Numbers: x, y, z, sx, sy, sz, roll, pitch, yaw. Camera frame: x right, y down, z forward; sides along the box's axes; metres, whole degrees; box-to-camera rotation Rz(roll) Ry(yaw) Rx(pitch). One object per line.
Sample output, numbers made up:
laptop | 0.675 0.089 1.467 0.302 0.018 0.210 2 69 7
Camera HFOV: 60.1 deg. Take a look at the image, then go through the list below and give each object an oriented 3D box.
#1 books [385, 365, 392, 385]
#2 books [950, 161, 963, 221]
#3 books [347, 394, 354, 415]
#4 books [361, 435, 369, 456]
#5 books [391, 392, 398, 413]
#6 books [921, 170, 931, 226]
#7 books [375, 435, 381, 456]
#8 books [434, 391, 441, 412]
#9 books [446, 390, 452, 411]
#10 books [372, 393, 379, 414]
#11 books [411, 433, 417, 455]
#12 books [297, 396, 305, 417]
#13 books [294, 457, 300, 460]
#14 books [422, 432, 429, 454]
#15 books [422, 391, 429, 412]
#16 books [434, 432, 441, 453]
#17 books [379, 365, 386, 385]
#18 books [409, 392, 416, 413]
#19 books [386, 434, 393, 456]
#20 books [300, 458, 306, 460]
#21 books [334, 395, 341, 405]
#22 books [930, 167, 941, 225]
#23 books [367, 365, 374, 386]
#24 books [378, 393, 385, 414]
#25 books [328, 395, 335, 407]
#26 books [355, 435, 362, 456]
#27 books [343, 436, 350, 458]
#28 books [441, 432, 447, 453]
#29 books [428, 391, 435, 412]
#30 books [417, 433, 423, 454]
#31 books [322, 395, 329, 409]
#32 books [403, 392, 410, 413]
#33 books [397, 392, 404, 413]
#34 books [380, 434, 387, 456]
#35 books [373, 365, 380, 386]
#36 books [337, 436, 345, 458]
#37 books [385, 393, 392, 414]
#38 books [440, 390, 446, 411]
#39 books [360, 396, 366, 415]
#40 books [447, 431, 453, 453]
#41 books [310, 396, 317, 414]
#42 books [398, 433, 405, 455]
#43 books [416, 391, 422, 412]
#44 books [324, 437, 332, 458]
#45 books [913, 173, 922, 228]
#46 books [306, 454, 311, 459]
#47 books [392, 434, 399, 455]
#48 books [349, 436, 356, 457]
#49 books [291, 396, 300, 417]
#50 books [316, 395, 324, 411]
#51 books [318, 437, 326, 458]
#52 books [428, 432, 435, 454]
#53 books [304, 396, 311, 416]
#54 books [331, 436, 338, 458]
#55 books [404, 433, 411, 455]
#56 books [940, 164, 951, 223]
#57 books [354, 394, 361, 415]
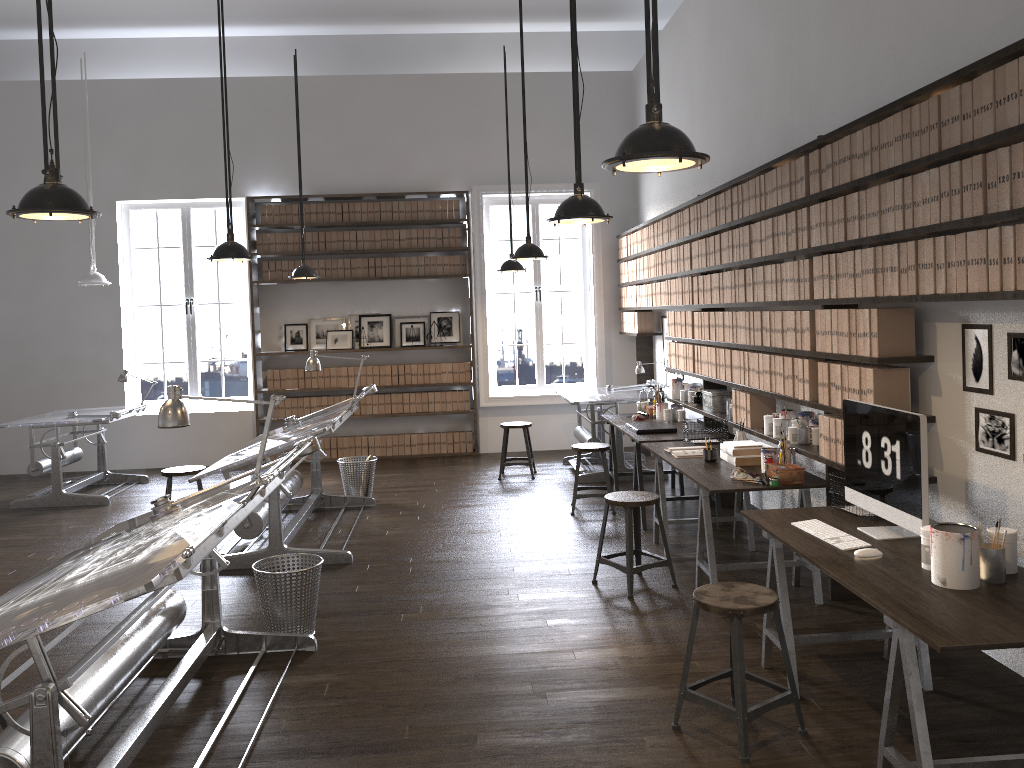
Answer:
books | -1.415 -0.103 10.164 0.067 0.225 0.175 -2 3 -4
books | 1.752 -0.725 3.333 0.174 0.225 0.067 -2 2 -4
books | -1.846 0.236 10.147 0.067 0.225 0.175 -2 3 -4
books | -1.682 0.711 10.166 0.067 0.225 0.175 -2 3 -4
books | -1.346 0.216 10.177 0.067 0.225 0.175 -2 3 -4
books | 1.738 -0.741 3.541 0.174 0.225 0.067 -2 2 -4
books | -1.535 0.705 10.176 0.067 0.225 0.175 -2 3 -4
books | -0.857 0.196 10.207 0.067 0.225 0.175 -2 3 -4
books | -0.727 0.191 10.213 0.067 0.225 0.175 -2 3 -4
books | -1.559 0.225 10.162 0.067 0.225 0.175 -2 3 -4
books | -1.125 0.689 10.202 0.067 0.225 0.175 -2 3 -4
books | -2.397 0.258 10.110 0.067 0.225 0.175 -2 3 -4
books | -2.450 0.742 10.118 0.067 0.225 0.175 -2 3 -4
books | -0.995 0.684 10.208 0.067 0.225 0.175 -2 3 -4
books | -0.999 0.202 10.200 0.067 0.225 0.175 -2 3 -4
books | -0.857 0.678 10.223 0.067 0.225 0.175 -2 3 -4
books | -1.477 -0.100 10.155 0.067 0.225 0.175 -2 3 -4
books | -1.138 0.208 10.189 0.067 0.225 0.175 -2 3 -4
books | -1.406 0.700 10.181 0.067 0.225 0.175 -2 3 -4
books | -2.383 0.740 10.118 0.067 0.225 0.175 -2 3 -4
books | -1.988 0.242 10.137 0.067 0.225 0.175 -2 3 -4
books | 1.739 -0.735 3.468 0.174 0.225 0.067 -2 2 -4
books | -1.622 -0.095 10.149 0.067 0.225 0.175 -2 3 -4
books | -1.490 0.222 10.170 0.067 0.225 0.175 -2 3 -4
books | -2.059 0.245 10.132 0.067 0.225 0.175 -2 3 -4
books | -1.754 0.714 10.158 0.067 0.225 0.175 -2 3 -4
books | -1.889 0.719 10.154 0.067 0.225 0.175 -2 3 -4
books | -0.786 0.675 10.223 0.067 0.225 0.175 -2 3 -4
books | -0.929 0.199 10.201 0.067 0.225 0.175 -2 3 -4
books | -1.062 0.686 10.208 0.067 0.225 0.175 -2 3 -4
books | -2.125 0.248 10.122 0.067 0.225 0.175 -2 3 -4
books | -1.210 0.211 10.181 0.067 0.225 0.175 -2 3 -4
books | -1.282 0.214 10.176 0.067 0.225 0.175 -2 3 -4
books | -1.473 0.702 10.182 0.067 0.225 0.175 -2 3 -4
books | -1.550 -0.097 10.151 0.067 0.225 0.175 -2 3 -4
books | -1.955 0.722 10.152 0.067 0.225 0.175 -2 3 -4
books | -1.420 0.219 10.173 0.067 0.225 0.175 -2 3 -4
books | -0.794 0.194 10.213 0.067 0.225 0.175 -2 3 -4
books | -1.698 0.230 10.156 0.067 0.225 0.175 -2 3 -4
books | -0.716 0.672 10.232 0.067 0.225 0.175 -2 3 -4
books | -2.255 0.253 10.117 0.067 0.225 0.175 -2 3 -4
books | -1.267 0.694 10.195 0.067 0.225 0.175 -2 3 -4
books | -1.069 0.205 10.197 0.067 0.225 0.175 -2 3 -4
books | -2.104 0.728 10.143 0.067 0.225 0.175 -2 3 -4
books | 1.737 -0.746 3.611 0.174 0.225 0.067 -2 2 -4
books | -2.316 0.736 10.128 0.067 0.225 0.175 -2 3 -4
books | -1.337 0.697 10.193 0.067 0.225 0.175 -2 3 -4
books | -1.826 0.717 10.154 0.067 0.225 0.175 -2 3 -4
books | -2.467 0.261 10.107 0.067 0.225 0.175 -2 3 -4
books | -2.192 0.250 10.123 0.067 0.225 0.175 -2 3 -4
books | -2.174 0.731 10.133 0.067 0.225 0.175 -2 3 -4
books | -0.928 0.680 10.218 0.067 0.225 0.175 -2 3 -4
books | -2.327 0.256 10.110 0.067 0.225 0.175 -2 3 -4
books | -2.028 0.725 10.142 0.067 0.225 0.175 -2 3 -4
books | -1.197 0.692 10.196 0.067 0.225 0.175 -2 3 -4
books | 1.744 -0.729 3.396 0.174 0.225 0.067 -2 2 -4
books | -1.771 0.233 10.146 0.067 0.225 0.175 -2 3 -4
